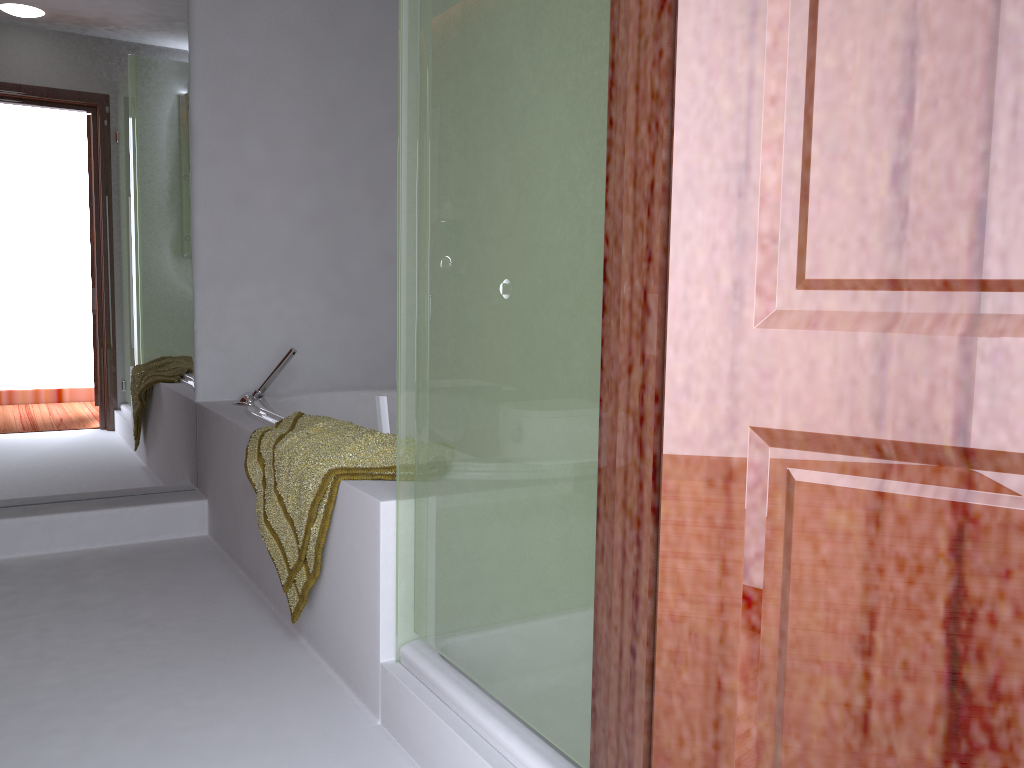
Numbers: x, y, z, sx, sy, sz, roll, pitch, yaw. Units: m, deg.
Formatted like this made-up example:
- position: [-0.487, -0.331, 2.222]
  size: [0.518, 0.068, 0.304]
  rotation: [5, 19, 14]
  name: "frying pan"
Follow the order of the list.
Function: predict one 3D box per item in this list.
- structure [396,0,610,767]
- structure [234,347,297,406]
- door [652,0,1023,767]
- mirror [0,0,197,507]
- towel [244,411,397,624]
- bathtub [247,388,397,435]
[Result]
- position: [0.408, -0.332, 1.617]
  size: [1.015, 2.079, 0.765]
  rotation: [-2, 6, -30]
  name: "structure"
- position: [-0.885, -0.009, 3.204]
  size: [0.239, 0.257, 0.112]
  rotation: [1, 6, 1]
  name: "structure"
- position: [0.424, -0.228, 0.642]
  size: [0.708, 1.780, 0.095]
  rotation: [5, 7, 35]
  name: "door"
- position: [-1.757, -0.678, 2.790]
  size: [1.433, 2.183, 0.019]
  rotation: [-2, 6, -30]
  name: "mirror"
- position: [-0.442, 0.330, 2.278]
  size: [0.349, 0.452, 0.890]
  rotation: [-3, 7, -36]
  name: "towel"
- position: [-0.261, 0.306, 2.763]
  size: [0.881, 0.424, 1.683]
  rotation: [-2, 6, -30]
  name: "bathtub"
